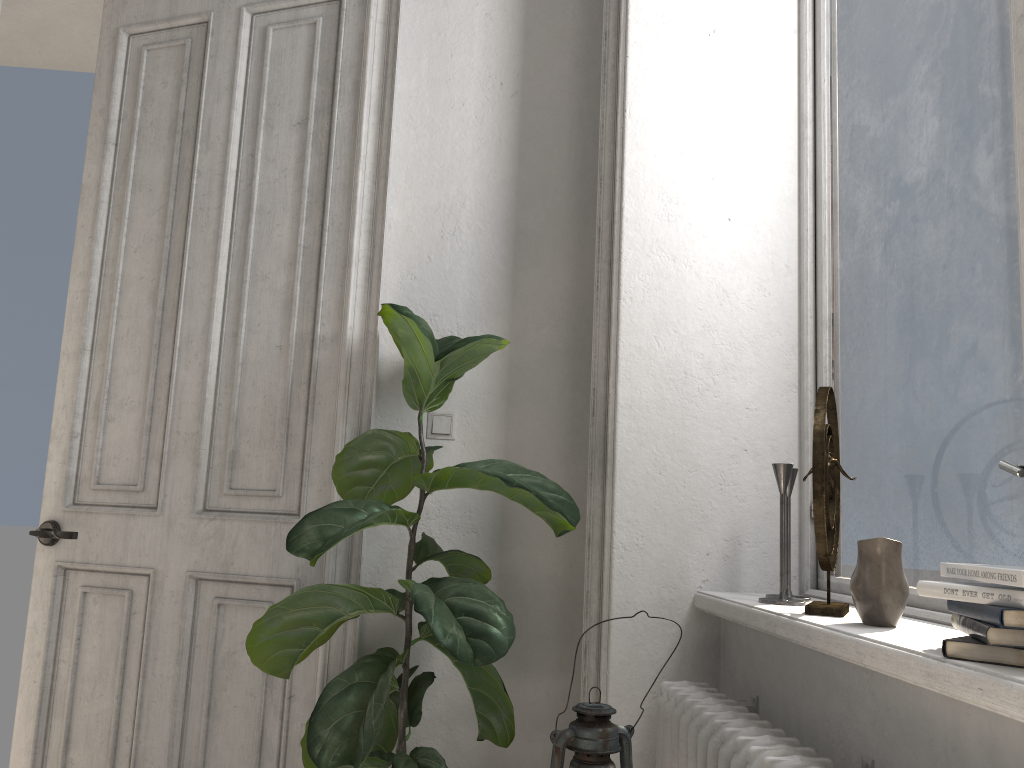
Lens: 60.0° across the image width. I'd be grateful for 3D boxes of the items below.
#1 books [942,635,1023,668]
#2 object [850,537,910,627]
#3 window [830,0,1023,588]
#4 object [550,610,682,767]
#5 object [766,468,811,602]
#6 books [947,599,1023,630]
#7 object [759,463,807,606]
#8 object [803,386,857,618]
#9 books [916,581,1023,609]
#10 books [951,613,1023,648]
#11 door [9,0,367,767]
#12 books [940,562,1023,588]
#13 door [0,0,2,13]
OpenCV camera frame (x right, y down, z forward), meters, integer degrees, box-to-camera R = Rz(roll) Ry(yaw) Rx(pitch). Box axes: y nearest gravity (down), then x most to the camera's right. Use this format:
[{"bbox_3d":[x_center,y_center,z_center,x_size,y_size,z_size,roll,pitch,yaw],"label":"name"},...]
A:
[{"bbox_3d":[0.649,0.330,1.099,0.147,0.023,0.221,-6,-13,44],"label":"books"},{"bbox_3d":[0.607,0.325,1.467,0.102,0.142,0.100,8,-10,-29],"label":"object"},{"bbox_3d":[0.880,-1.074,1.478,0.013,2.839,1.624,3,-9,-4],"label":"window"},{"bbox_3d":[0.115,0.480,1.146,0.154,0.383,0.163,8,-10,-30],"label":"object"},{"bbox_3d":[0.614,0.333,1.974,0.095,0.288,0.095,-2,-10,27],"label":"object"},{"bbox_3d":[0.647,0.284,1.097,0.147,0.023,0.221,1,-9,12],"label":"books"},{"bbox_3d":[0.566,0.312,1.854,0.095,0.288,0.095,0,-9,19],"label":"object"},{"bbox_3d":[0.603,0.216,1.678,0.087,0.424,0.348,-2,-10,28],"label":"object"},{"bbox_3d":[0.637,0.263,1.097,0.155,0.020,0.205,5,-9,-14],"label":"books"},{"bbox_3d":[0.647,0.306,1.096,0.155,0.022,0.205,0,-9,16],"label":"books"},{"bbox_3d":[-0.960,0.045,2.676,1.097,2.811,0.216,-1,-9,21],"label":"door"},{"bbox_3d":[0.659,0.236,1.083,0.174,0.019,0.244,2,-9,6],"label":"books"},{"bbox_3d":[-2.106,-0.047,2.436,1.097,2.811,0.216,3,-9,-2],"label":"door"}]
